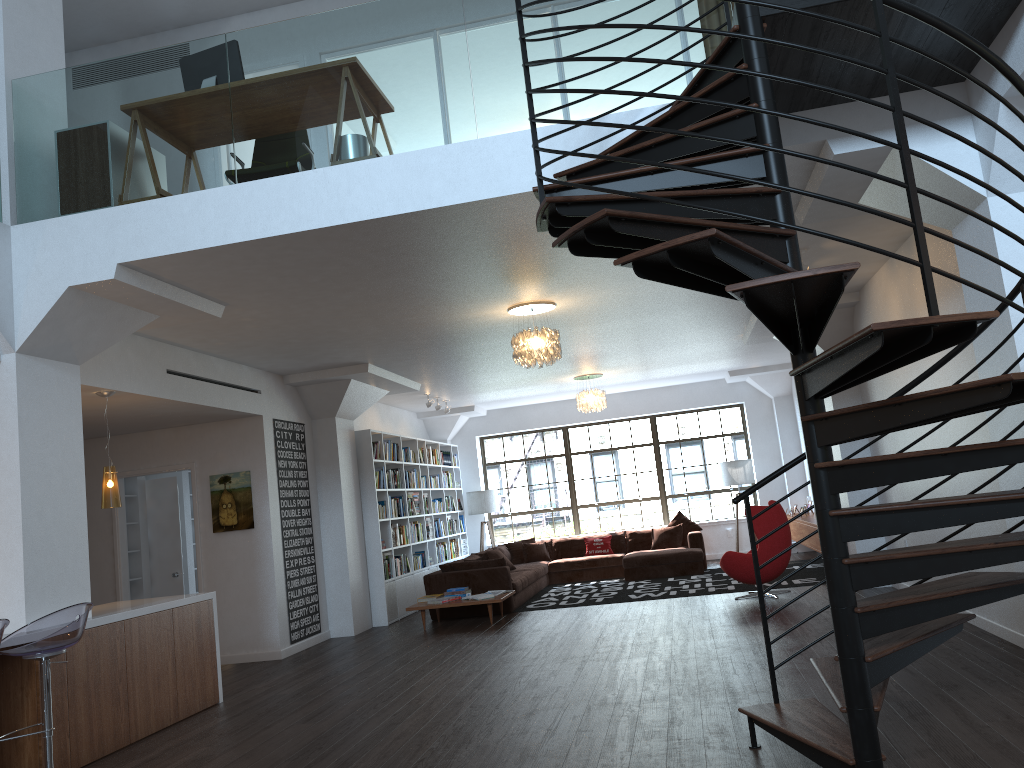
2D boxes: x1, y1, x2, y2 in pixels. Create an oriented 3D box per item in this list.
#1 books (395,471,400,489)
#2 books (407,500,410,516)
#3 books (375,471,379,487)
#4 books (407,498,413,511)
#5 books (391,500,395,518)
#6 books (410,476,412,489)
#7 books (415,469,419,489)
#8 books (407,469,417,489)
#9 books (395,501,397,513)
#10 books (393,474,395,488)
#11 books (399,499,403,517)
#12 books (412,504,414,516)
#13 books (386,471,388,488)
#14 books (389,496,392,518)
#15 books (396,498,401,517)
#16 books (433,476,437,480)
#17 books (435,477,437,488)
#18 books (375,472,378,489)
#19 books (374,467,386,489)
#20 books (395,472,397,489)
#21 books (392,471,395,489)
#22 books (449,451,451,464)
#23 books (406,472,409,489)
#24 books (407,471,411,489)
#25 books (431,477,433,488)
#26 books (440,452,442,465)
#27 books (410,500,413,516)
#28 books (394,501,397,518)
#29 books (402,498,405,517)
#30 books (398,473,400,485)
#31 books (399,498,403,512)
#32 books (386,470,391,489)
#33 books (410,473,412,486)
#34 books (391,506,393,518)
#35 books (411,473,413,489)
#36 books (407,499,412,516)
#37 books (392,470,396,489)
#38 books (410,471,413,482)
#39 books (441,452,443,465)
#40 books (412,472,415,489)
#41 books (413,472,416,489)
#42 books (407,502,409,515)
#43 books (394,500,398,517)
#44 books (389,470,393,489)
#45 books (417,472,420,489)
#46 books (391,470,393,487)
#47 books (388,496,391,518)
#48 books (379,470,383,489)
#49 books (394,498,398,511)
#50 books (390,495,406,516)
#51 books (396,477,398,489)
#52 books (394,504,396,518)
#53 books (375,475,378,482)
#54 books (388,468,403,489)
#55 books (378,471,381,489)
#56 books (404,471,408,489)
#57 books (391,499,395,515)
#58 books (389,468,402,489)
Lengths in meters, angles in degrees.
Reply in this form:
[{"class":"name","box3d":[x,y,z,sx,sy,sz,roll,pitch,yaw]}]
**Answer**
[{"class":"books","box3d":[-1.628,1.317,12.056,0.174,0.240,0.054,-8,-8,10]},{"class":"books","box3d":[-1.512,1.738,12.366,0.161,0.223,0.032,-8,-8,10]},{"class":"books","box3d":[-1.769,1.229,11.257,0.152,0.232,0.104,-8,-8,10]},{"class":"books","box3d":[-1.494,1.742,12.522,0.183,0.253,0.042,-8,-8,10]},{"class":"books","box3d":[-1.644,1.650,11.668,0.174,0.239,0.045,-8,-8,10]},{"class":"books","box3d":[-1.524,1.387,12.623,0.167,0.230,0.037,-8,-8,10]},{"class":"books","box3d":[-1.471,1.397,12.935,0.197,0.283,0.065,-8,-8,10]},{"class":"books","box3d":[-1.478,1.386,12.876,0.176,0.290,0.053,-8,-8,10]},{"class":"books","box3d":[-1.615,1.674,11.810,0.161,0.223,0.026,-8,-8,10]},{"class":"books","box3d":[-1.662,1.310,11.911,0.161,0.223,0.033,-8,-8,10]},{"class":"books","box3d":[-1.577,1.689,12.009,0.174,0.239,0.045,-8,-8,10]},{"class":"books","box3d":[-1.483,1.761,12.556,0.161,0.223,0.033,-8,-8,10]},{"class":"books","box3d":[-1.715,1.271,11.626,0.174,0.236,0.142,-8,-8,10]},{"class":"books","box3d":[-1.667,1.617,11.598,0.176,0.290,0.053,-8,-8,10]},{"class":"books","box3d":[-1.598,1.671,11.912,0.182,0.253,0.034,-8,-8,10]},{"class":"books","box3d":[-1.254,1.565,14.032,0.127,0.200,0.020,-8,-8,10]},{"class":"books","box3d":[-1.255,1.570,13.988,0.128,0.178,0.021,-8,-8,10]},{"class":"books","box3d":[-1.777,1.233,11.228,0.161,0.218,0.101,-8,-8,10]},{"class":"books","box3d":[-1.730,1.221,11.448,0.176,0.290,0.053,-8,-8,10]},{"class":"books","box3d":[-1.636,1.316,11.981,0.161,0.223,0.032,-8,-8,10]},{"class":"books","box3d":[-1.668,1.294,11.876,0.171,0.246,0.039,-8,-8,10]},{"class":"books","box3d":[-1.128,1.280,15.021,0.183,0.253,0.042,-8,-8,10]},{"class":"books","box3d":[-1.546,1.362,12.455,0.174,0.239,0.045,-8,-8,10]},{"class":"books","box3d":[-1.529,1.367,12.554,0.182,0.253,0.034,-8,-8,10]},{"class":"books","box3d":[-1.307,1.531,13.711,0.139,0.191,0.036,-8,-8,10]},{"class":"books","box3d":[-1.223,1.229,14.454,0.161,0.223,0.032,-8,-8,10]},{"class":"books","box3d":[-1.485,1.751,12.481,0.161,0.223,0.032,-8,-8,10]},{"class":"books","box3d":[-1.618,1.671,11.783,0.161,0.223,0.027,-8,-8,10]},{"class":"books","box3d":[-1.560,1.690,12.081,0.182,0.253,0.034,-8,-8,10]},{"class":"books","box3d":[-1.624,1.322,12.131,0.160,0.251,0.031,-8,-8,10]},{"class":"books","box3d":[-1.577,1.687,12.050,0.182,0.253,0.034,-8,-8,10]},{"class":"books","box3d":[-1.699,1.272,11.715,0.183,0.253,0.042,-8,-8,10]},{"class":"books","box3d":[-1.509,1.393,12.653,0.161,0.223,0.026,-8,-8,10]},{"class":"books","box3d":[-1.655,1.655,11.633,0.161,0.223,0.027,-8,-8,10]},{"class":"books","box3d":[-1.502,1.396,12.678,0.161,0.223,0.027,-8,-8,10]},{"class":"books","box3d":[-1.504,1.734,12.409,0.174,0.240,0.054,-8,-8,10]},{"class":"books","box3d":[-1.659,1.299,11.949,0.183,0.253,0.042,-8,-8,10]},{"class":"books","box3d":[-1.507,1.387,12.707,0.159,0.250,0.026,-8,-8,10]},{"class":"books","box3d":[-1.220,1.233,14.487,0.161,0.223,0.033,-8,-8,10]},{"class":"books","box3d":[-1.497,1.393,12.747,0.170,0.245,0.057,-8,-8,10]},{"class":"books","box3d":[-1.484,1.402,12.796,0.174,0.239,0.045,-8,-8,10]},{"class":"books","box3d":[-1.528,1.722,12.339,0.160,0.251,0.031,-8,-8,10]},{"class":"books","box3d":[-1.618,1.675,11.843,0.167,0.230,0.037,-8,-8,10]},{"class":"books","box3d":[-1.689,1.279,11.801,0.180,0.259,0.042,-8,-8,10]},{"class":"books","box3d":[-1.442,1.419,13.002,0.159,0.250,0.026,-8,-8,10]},{"class":"books","box3d":[-1.679,1.288,11.839,0.160,0.251,0.039,-8,-8,10]},{"class":"books","box3d":[-1.682,1.614,11.539,0.197,0.283,0.065,-8,-8,10]},{"class":"books","box3d":[-1.750,1.236,11.371,0.174,0.242,0.105,-8,-8,10]},{"class":"books","box3d":[-1.626,1.670,11.882,0.182,0.253,0.034,-8,-8,10]},{"class":"books","box3d":[-1.561,1.680,12.146,0.176,0.294,0.102,-8,-8,10]},{"class":"books","box3d":[-1.639,1.321,12.013,0.161,0.223,0.033,-8,-8,10]},{"class":"books","box3d":[-1.632,1.656,11.761,0.159,0.250,0.026,-8,-8,10]},{"class":"books","box3d":[-1.784,1.241,11.149,0.161,0.182,0.170,-8,-8,10]},{"class":"books","box3d":[-1.602,1.311,12.222,0.176,0.291,0.053,-8,-8,10]},{"class":"books","box3d":[-1.760,1.230,11.289,0.172,0.235,0.112,-8,-8,10]},{"class":"books","box3d":[-1.556,1.346,12.383,0.182,0.253,0.034,-8,-8,10]},{"class":"books","box3d":[-1.638,1.653,11.720,0.170,0.245,0.057,-8,-8,10]},{"class":"books","box3d":[-1.627,1.311,12.174,0.198,0.284,0.049,-8,-8,10]}]
